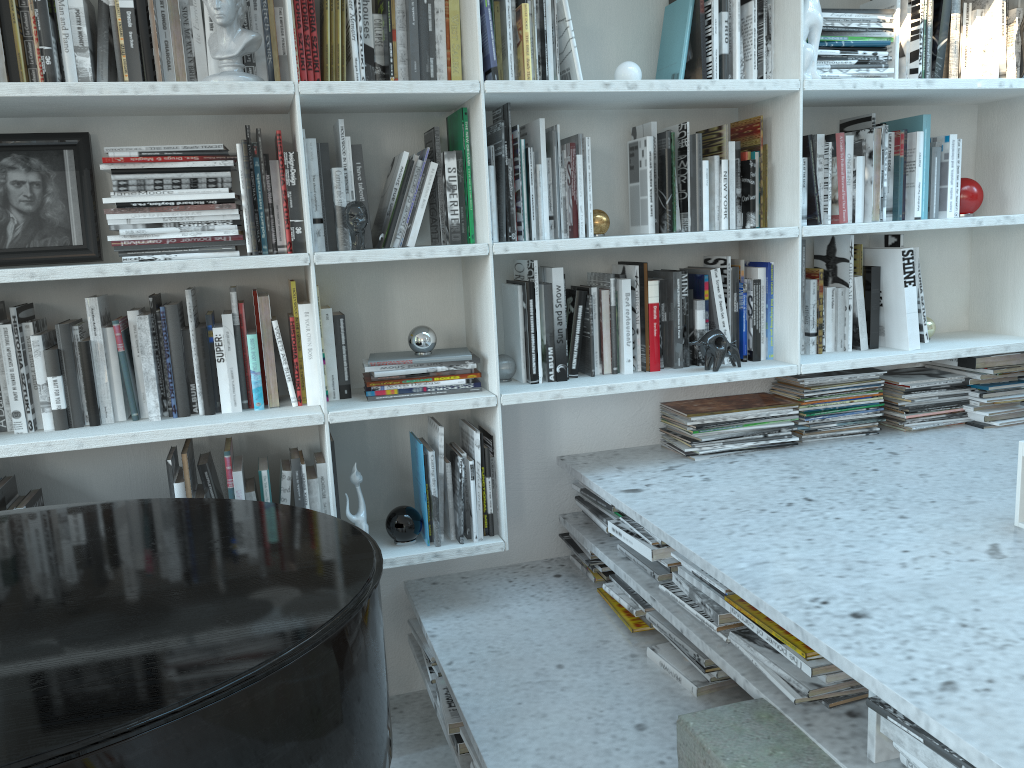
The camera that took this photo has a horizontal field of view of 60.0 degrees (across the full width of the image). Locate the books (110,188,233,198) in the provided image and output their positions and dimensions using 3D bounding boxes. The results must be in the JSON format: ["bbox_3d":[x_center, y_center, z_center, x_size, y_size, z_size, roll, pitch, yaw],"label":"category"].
[{"bbox_3d":[-0.793,-0.446,2.087,0.254,0.012,0.160,-5,10,-12],"label":"books"}]

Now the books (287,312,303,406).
[{"bbox_3d":[-0.542,-0.065,2.210,0.011,0.217,0.166,-6,11,-15],"label":"books"}]

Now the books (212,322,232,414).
[{"bbox_3d":[-0.706,-0.043,2.169,0.023,0.205,0.167,-6,11,-15],"label":"books"}]

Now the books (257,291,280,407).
[{"bbox_3d":[-0.604,-0.088,2.199,0.026,0.272,0.174,-6,11,-15],"label":"books"}]

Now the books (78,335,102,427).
[{"bbox_3d":[-0.982,-0.012,2.090,0.023,0.197,0.164,-6,11,-15],"label":"books"}]

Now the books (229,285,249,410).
[{"bbox_3d":[-0.671,-0.093,2.183,0.014,0.294,0.137,-6,11,-15],"label":"books"}]

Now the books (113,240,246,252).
[{"bbox_3d":[-0.786,-0.328,2.104,0.285,0.012,0.159,-7,10,-20],"label":"books"}]

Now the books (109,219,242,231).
[{"bbox_3d":[-0.791,-0.376,2.107,0.285,0.012,0.159,-6,10,-15],"label":"books"}]

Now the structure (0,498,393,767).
[{"bbox_3d":[-1.056,0.775,1.041,1.917,0.834,1.332,-6,10,-15],"label":"structure"}]

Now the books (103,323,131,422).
[{"bbox_3d":[-0.941,-0.031,2.122,0.025,0.221,0.140,-6,11,-15],"label":"books"}]

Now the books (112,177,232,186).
[{"bbox_3d":[-0.794,-0.470,2.081,0.254,0.012,0.160,-6,10,-19],"label":"books"}]

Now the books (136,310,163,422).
[{"bbox_3d":[-0.859,-0.048,2.123,0.026,0.246,0.191,-6,11,-15],"label":"books"}]

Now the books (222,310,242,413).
[{"bbox_3d":[-0.684,-0.060,2.173,0.023,0.235,0.174,-6,11,-15],"label":"books"}]

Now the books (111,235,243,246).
[{"bbox_3d":[-0.789,-0.341,2.111,0.285,0.012,0.159,-6,10,-16],"label":"books"}]

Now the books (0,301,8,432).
[{"bbox_3d":[-1.189,-0.043,2.057,0.027,0.291,0.140,-6,11,-15],"label":"books"}]

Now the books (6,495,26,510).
[{"bbox_3d":[-1.133,0.375,2.062,0.028,0.207,0.143,-6,11,-15],"label":"books"}]

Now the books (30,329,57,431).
[{"bbox_3d":[-1.073,-0.013,2.063,0.023,0.218,0.174,-6,11,-15],"label":"books"}]

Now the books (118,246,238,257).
[{"bbox_3d":[-0.787,-0.317,2.113,0.254,0.012,0.160,-5,10,-13],"label":"books"}]

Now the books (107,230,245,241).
[{"bbox_3d":[-0.787,-0.351,2.100,0.285,0.012,0.159,-5,10,-10],"label":"books"}]

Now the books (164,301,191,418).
[{"bbox_3d":[-0.800,-0.064,2.137,0.028,0.265,0.161,-6,11,-15],"label":"books"}]

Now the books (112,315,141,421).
[{"bbox_3d":[-0.913,-0.041,2.121,0.031,0.237,0.158,-6,11,-15],"label":"books"}]

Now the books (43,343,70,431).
[{"bbox_3d":[-1.046,0.002,2.069,0.029,0.184,0.174,-6,10,-15],"label":"books"}]

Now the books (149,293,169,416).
[{"bbox_3d":[-0.848,-0.074,2.147,0.014,0.287,0.134,-6,11,-15],"label":"books"}]

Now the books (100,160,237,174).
[{"bbox_3d":[-0.797,-0.507,2.078,0.285,0.012,0.159,-5,10,-13],"label":"books"}]

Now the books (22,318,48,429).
[{"bbox_3d":[-1.101,-0.028,2.076,0.021,0.245,0.141,-6,11,-15],"label":"books"}]

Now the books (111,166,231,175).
[{"bbox_3d":[-0.795,-0.494,2.076,0.254,0.012,0.160,-6,10,-19],"label":"books"}]

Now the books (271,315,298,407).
[{"bbox_3d":[-0.567,-0.060,2.203,0.042,0.213,0.168,-6,11,-15],"label":"books"}]

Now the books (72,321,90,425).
[{"bbox_3d":[-1.004,-0.028,2.094,0.013,0.230,0.138,-6,11,-15],"label":"books"}]

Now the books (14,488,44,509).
[{"bbox_3d":[-1.106,0.369,2.056,0.021,0.219,0.174,-6,11,-15],"label":"books"}]

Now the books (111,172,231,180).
[{"bbox_3d":[-0.795,-0.482,2.081,0.254,0.012,0.160,-6,10,-18],"label":"books"}]

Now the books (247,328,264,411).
[{"bbox_3d":[-0.632,-0.039,2.186,0.023,0.183,0.168,-6,10,-15],"label":"books"}]

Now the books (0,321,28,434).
[{"bbox_3d":[-1.132,-0.022,2.052,0.027,0.246,0.179,-6,11,-15],"label":"books"}]

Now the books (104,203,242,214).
[{"bbox_3d":[-0.790,-0.410,2.089,0.285,0.012,0.159,-5,10,-10],"label":"books"}]

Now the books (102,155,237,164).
[{"bbox_3d":[-0.795,-0.517,2.069,0.285,0.012,0.159,-7,10,-20],"label":"books"}]

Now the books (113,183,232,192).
[{"bbox_3d":[-0.794,-0.458,2.085,0.254,0.012,0.160,-6,10,-18],"label":"books"}]

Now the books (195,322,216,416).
[{"bbox_3d":[-0.742,-0.041,2.160,0.024,0.207,0.182,-6,10,-15],"label":"books"}]

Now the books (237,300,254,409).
[{"bbox_3d":[-0.658,-0.077,2.198,0.014,0.256,0.144,-6,11,-15],"label":"books"}]

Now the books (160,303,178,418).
[{"bbox_3d":[-0.820,-0.061,2.139,0.010,0.262,0.181,-6,11,-15],"label":"books"}]

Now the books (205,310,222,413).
[{"bbox_3d":[-0.728,-0.058,2.173,0.014,0.235,0.154,-6,11,-15],"label":"books"}]

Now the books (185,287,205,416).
[{"bbox_3d":[-0.763,-0.084,2.150,0.012,0.297,0.177,-6,11,-15],"label":"books"}]

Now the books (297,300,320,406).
[{"bbox_3d":[-0.509,-0.082,2.211,0.033,0.247,0.176,-6,11,-15],"label":"books"}]

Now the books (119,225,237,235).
[{"bbox_3d":[-0.788,-0.363,2.098,0.254,0.012,0.160,-7,10,-20],"label":"books"}]

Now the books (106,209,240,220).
[{"bbox_3d":[-0.791,-0.399,2.098,0.285,0.012,0.159,-5,10,-13],"label":"books"}]

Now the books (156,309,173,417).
[{"bbox_3d":[-0.833,-0.057,2.148,0.011,0.252,0.158,-6,11,-15],"label":"books"}]

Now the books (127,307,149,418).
[{"bbox_3d":[-0.891,-0.055,2.141,0.025,0.255,0.136,-6,11,-15],"label":"books"}]

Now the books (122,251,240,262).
[{"bbox_3d":[-0.785,-0.304,2.111,0.254,0.012,0.160,-6,10,-19],"label":"books"}]

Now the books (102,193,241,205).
[{"bbox_3d":[-0.791,-0.434,2.085,0.285,0.012,0.159,-5,10,-10],"label":"books"}]

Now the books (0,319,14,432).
[{"bbox_3d":[-1.162,-0.024,2.062,0.024,0.248,0.132,-6,11,-15],"label":"books"}]

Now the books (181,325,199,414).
[{"bbox_3d":[-0.779,-0.038,2.163,0.021,0.203,0.128,-6,11,-15],"label":"books"}]

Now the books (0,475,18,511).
[{"bbox_3d":[-1.152,0.354,2.033,0.021,0.260,0.168,-6,11,-15],"label":"books"}]

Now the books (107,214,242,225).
[{"bbox_3d":[-0.791,-0.388,2.102,0.285,0.012,0.159,-5,10,-14],"label":"books"}]

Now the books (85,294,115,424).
[{"bbox_3d":[-0.964,-0.063,2.101,0.026,0.292,0.151,-6,11,-15],"label":"books"}]

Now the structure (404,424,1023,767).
[{"bbox_3d":[1.390,0.681,1.417,2.898,0.661,3.107,-6,10,-15],"label":"structure"}]

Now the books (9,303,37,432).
[{"bbox_3d":[-1.113,-0.042,2.051,0.013,0.283,0.166,-6,11,-15],"label":"books"}]

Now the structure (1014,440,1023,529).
[{"bbox_3d":[1.542,-0.943,0.785,2.613,3.389,1.950,-6,11,-15],"label":"structure"}]

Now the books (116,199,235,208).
[{"bbox_3d":[-0.790,-0.422,2.088,0.254,0.012,0.160,-7,10,-20],"label":"books"}]

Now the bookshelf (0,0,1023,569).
[{"bbox_3d":[-0.708,-0.569,2.027,6.295,3.149,0.329,-6,11,-15],"label":"bookshelf"}]

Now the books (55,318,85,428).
[{"bbox_3d":[-1.022,-0.029,2.078,0.029,0.238,0.165,-6,11,-15],"label":"books"}]
